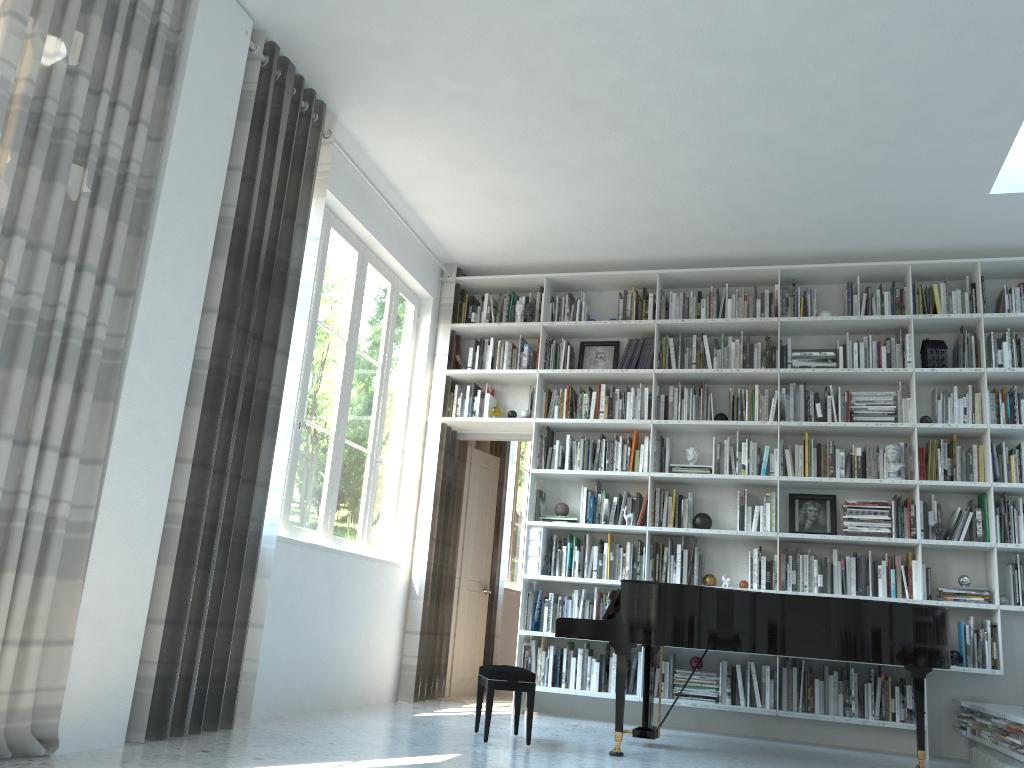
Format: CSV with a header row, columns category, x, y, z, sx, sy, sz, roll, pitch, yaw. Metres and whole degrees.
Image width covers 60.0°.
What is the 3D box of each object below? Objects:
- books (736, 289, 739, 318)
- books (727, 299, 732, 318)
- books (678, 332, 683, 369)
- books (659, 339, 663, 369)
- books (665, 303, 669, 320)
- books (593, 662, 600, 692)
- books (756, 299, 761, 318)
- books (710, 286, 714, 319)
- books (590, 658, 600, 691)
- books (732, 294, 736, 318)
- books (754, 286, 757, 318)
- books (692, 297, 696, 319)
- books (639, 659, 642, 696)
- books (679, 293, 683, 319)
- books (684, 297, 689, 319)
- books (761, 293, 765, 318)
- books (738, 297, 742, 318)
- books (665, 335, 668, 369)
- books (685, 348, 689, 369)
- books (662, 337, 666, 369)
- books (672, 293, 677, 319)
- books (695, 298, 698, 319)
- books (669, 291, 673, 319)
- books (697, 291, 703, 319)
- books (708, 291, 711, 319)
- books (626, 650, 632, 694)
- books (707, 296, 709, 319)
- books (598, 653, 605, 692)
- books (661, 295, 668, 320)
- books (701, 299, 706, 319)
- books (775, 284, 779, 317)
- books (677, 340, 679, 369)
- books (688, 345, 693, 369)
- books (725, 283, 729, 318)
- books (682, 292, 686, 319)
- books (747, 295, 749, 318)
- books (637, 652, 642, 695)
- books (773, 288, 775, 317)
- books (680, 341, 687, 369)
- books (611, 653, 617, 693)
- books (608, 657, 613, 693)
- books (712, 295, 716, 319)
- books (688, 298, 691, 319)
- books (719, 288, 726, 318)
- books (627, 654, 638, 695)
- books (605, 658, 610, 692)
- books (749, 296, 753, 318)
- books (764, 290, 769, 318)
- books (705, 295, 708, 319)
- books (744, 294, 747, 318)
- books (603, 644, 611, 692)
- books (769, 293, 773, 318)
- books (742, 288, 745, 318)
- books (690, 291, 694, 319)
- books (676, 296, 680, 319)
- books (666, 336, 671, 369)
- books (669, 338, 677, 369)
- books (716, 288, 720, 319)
category,x,y,z,sx,sy,sz,roll,pitch,yaw
books,1.623,-0.526,6.391,0.014,0.268,0.156,0,-15,17
books,1.571,-0.491,6.386,0.031,0.189,0.182,0,-16,17
books,1.218,-0.201,6.398,0.012,0.314,0.172,0,-15,17
books,1.089,-0.174,6.426,0.023,0.255,0.175,0,-16,17
books,1.150,-0.485,6.523,0.024,0.182,0.133,0,-16,17
books,0.585,1.964,5.957,0.031,0.187,0.190,0,-16,17
books,1.759,-0.490,6.324,0.031,0.184,0.177,0,-16,17
books,1.453,-0.544,6.436,0.010,0.298,0.151,0,-15,17
books,0.559,1.957,5.975,0.028,0.205,0.171,0,-16,17
books,1.602,-0.511,6.391,0.026,0.235,0.134,0,-15,17
books,1.744,-0.537,6.348,0.013,0.284,0.160,0,-15,17
books,1.337,-0.506,6.488,0.025,0.234,0.130,0,-15,17
books,0.870,1.940,5.867,0.017,0.232,0.213,0,-16,17
books,1.245,-0.521,6.493,0.023,0.250,0.171,0,-16,17
books,1.275,-0.504,6.461,0.029,0.207,0.179,0,-16,17
books,1.790,-0.512,6.331,0.026,0.236,0.149,0,-15,17
books,1.644,-0.497,6.386,0.029,0.213,0.142,0,-16,17
books,1.130,-0.189,6.456,0.014,0.308,0.130,0,-15,17
books,1.264,-0.142,6.384,0.024,0.201,0.154,0,-16,17
books,1.111,-0.183,6.437,0.013,0.282,0.159,0,-15,17
books,1.197,-0.522,6.509,0.031,0.254,0.146,0,-15,17
books,1.352,-0.499,6.473,0.012,0.215,0.150,0,-16,17
books,1.178,-0.528,6.537,0.021,0.278,0.141,0,-15,17
books,1.373,-0.524,6.473,0.028,0.267,0.152,0,-15,17
books,1.439,-0.522,6.431,0.013,0.251,0.184,0,-16,17
books,0.775,1.911,5.923,0.012,0.303,0.166,0,-15,17
books,1.426,-0.505,6.430,0.011,0.215,0.160,0,-16,17
books,0.613,1.938,5.957,0.023,0.243,0.188,0,-16,17
books,1.122,-0.515,6.523,0.029,0.237,0.156,0,-16,17
books,1.395,-0.495,6.448,0.030,0.201,0.152,0,-16,17
books,1.881,-0.540,6.302,0.026,0.287,0.176,0,-15,17
books,1.208,-0.172,6.403,0.011,0.259,0.157,0,-15,17
books,1.288,-0.152,6.373,0.029,0.218,0.158,0,-16,17
books,1.556,-0.549,6.415,0.014,0.314,0.166,0,-15,17
books,1.261,-0.521,6.484,0.012,0.249,0.174,0,-16,17
books,1.689,-0.503,6.338,0.013,0.206,0.178,0,-16,17
books,0.862,1.931,5.918,0.027,0.275,0.144,0,-15,17
books,1.863,-0.528,6.309,0.014,0.266,0.172,0,-16,17
books,1.236,-0.165,6.384,0.031,0.241,0.182,0,-16,17
books,0.698,1.936,5.948,0.027,0.255,0.179,0,-16,17
books,0.674,1.952,5.954,0.022,0.224,0.141,0,-15,17
books,1.472,-0.510,6.433,0.029,0.235,0.130,0,-15,17
books,1.300,-0.500,6.467,0.014,0.207,0.167,0,-16,17
books,1.520,-0.533,6.407,0.052,0.272,0.173,0,-16,17
books,0.816,1.940,5.927,0.065,0.255,0.156,0,-15,17
books,0.655,1.960,5.970,0.024,0.213,0.137,0,-16,17
books,1.707,-0.501,6.329,0.026,0.199,0.187,0,-16,17
books,1.820,-0.522,6.334,0.029,0.260,0.152,0,-15,17
books,1.417,-0.512,6.442,0.013,0.234,0.155,0,-16,17
books,1.677,-0.510,6.357,0.021,0.228,0.161,0,-16,17
books,0.641,1.914,5.988,0.013,0.309,0.131,0,-15,17
books,1.840,-0.510,6.302,0.026,0.224,0.172,0,-16,17
books,1.659,-0.530,6.361,0.014,0.265,0.192,0,-16,17
books,1.314,-0.527,6.473,0.010,0.263,0.161,0,-15,17
books,1.220,-0.506,6.493,0.023,0.219,0.182,0,-16,17
books,1.135,-0.185,6.429,0.010,0.286,0.148,0,-15,17
books,1.173,-0.177,6.423,0.067,0.273,0.168,0,-15,17
books,1.490,-0.534,6.419,0.013,0.275,0.165,0,-15,17
